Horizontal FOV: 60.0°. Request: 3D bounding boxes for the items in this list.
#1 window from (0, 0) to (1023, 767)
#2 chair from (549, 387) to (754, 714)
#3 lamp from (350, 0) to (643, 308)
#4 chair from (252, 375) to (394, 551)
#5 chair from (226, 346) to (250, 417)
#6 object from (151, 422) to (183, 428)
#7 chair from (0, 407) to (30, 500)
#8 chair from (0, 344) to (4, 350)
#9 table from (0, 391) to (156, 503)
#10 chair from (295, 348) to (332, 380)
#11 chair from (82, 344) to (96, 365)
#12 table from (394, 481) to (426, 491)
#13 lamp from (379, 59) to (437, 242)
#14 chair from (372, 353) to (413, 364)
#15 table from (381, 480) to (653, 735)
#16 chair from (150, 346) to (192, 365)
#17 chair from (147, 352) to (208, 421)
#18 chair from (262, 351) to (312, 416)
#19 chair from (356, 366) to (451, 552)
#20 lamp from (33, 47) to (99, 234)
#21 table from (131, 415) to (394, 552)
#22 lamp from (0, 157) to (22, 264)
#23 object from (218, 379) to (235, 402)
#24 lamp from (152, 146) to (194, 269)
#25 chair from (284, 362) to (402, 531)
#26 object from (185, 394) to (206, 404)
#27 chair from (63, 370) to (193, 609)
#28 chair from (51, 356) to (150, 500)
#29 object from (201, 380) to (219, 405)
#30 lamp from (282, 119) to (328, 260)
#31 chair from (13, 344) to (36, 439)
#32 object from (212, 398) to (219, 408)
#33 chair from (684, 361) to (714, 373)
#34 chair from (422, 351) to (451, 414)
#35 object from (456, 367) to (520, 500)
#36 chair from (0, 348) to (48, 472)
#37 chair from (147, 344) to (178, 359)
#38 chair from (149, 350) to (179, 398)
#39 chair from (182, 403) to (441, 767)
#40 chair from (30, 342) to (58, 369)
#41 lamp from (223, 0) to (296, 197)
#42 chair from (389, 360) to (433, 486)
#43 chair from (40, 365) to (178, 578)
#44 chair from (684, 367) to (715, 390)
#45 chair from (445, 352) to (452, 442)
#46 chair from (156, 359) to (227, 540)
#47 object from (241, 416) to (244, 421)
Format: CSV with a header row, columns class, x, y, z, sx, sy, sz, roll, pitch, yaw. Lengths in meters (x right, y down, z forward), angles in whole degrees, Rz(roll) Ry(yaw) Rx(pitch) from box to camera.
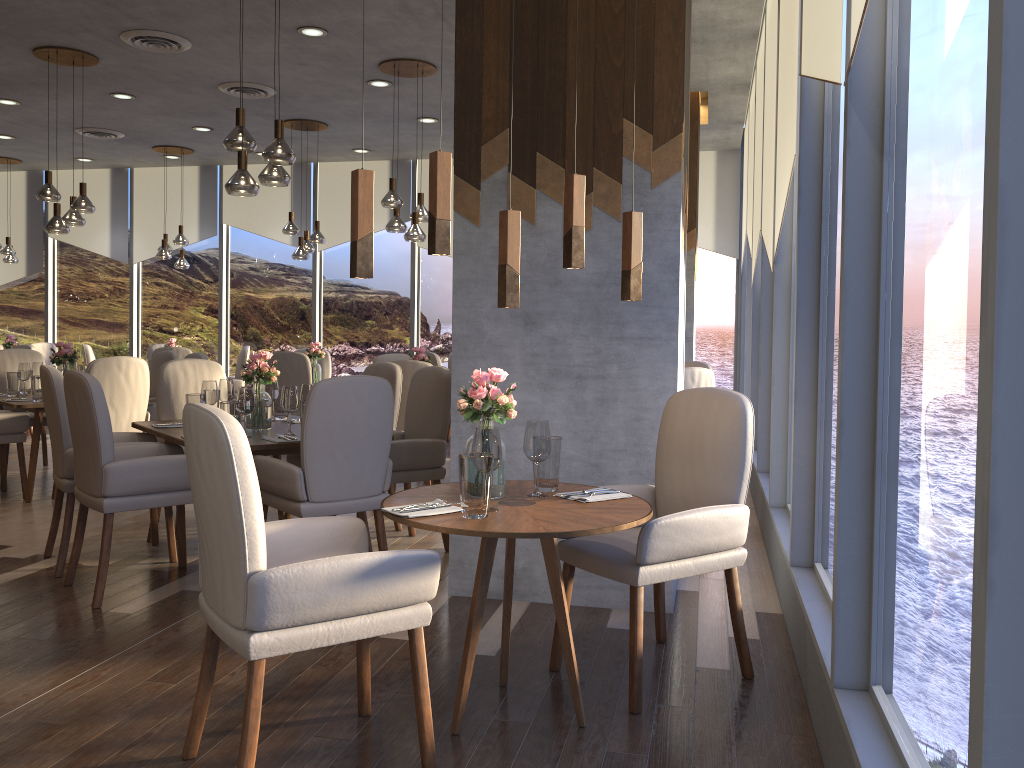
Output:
class,x,y,z,sx,sy,sz,roll,pitch,yaw
window,-0.816,-1.101,7.509,8.061,3.196,16.138,-1,4,-32
chair,0.508,0.518,3.108,0.600,0.999,0.529,0,2,-35
lamp,0.005,-1.201,2.728,1.161,1.930,0.118,0,2,-32
chair,-0.852,0.446,4.012,0.528,0.999,0.600,-1,2,-39
chair,-3.334,0.056,10.207,0.599,0.999,0.529,0,2,-21
object,-1.781,0.214,4.730,0.255,0.019,0.157,-1,4,-34
chair,-3.654,0.292,5.976,0.528,0.999,0.600,2,2,41
chair,-5.674,0.076,9.235,0.528,0.999,0.600,2,2,26
table,-3.371,0.424,6.634,0.965,0.665,1.308,-2,4,-44
chair,-2.134,0.126,9.291,0.528,0.999,0.600,1,2,-7
chair,-4.425,0.062,9.811,0.600,0.999,0.529,0,2,-22
table,-0.863,0.454,6.802,0.834,0.661,0.835,0,3,-13
lamp,-0.803,-1.744,6.757,0.439,1.325,0.439,1,2,20
chair,-0.951,0.254,7.355,0.528,0.999,0.600,0,2,-11
table,0.010,0.698,2.752,0.834,0.661,0.835,1,3,4
chair,-3.635,0.094,9.455,0.528,0.999,0.600,0,2,-24
chair,-2.703,0.254,6.885,0.600,0.999,0.528,-1,2,-41
chair,-2.030,0.193,8.135,0.528,0.999,0.600,1,2,-6
chair,-0.656,0.402,4.829,0.600,0.999,0.529,0,2,-34
lamp,-3.318,-1.772,6.595,0.439,1.325,0.439,1,2,18
table,-1.346,0.567,4.665,0.965,0.665,1.308,-1,3,-37
lamp,-6.191,-2.051,10.745,0.439,1.325,0.440,1,2,12
object,-1.586,0.094,4.924,0.092,0.244,0.092,1,2,15
lamp,-3.819,-1.973,9.987,0.439,1.325,0.440,1,2,5
chair,-0.990,0.371,5.285,0.600,0.999,0.528,-1,2,-39
object,-1.650,0.142,4.624,0.102,0.178,0.102,1,2,2
chair,-1.705,0.431,4.052,0.600,0.999,0.528,-1,2,-41
chair,-2.788,0.301,6.037,0.600,0.999,0.528,3,3,43
object,-1.613,0.104,4.726,0.092,0.244,0.092,1,2,8
lamp,-2.032,-1.871,8.676,0.439,1.325,0.439,1,2,15
chair,-5.182,0.099,8.955,0.528,0.999,0.600,2,2,32
object,-1.689,0.123,4.963,0.102,0.178,0.102,1,2,-7
chair,1.143,0.332,6.524,0.600,0.999,0.529,0,2,-34
chair,-0.602,0.176,8.808,0.600,0.999,0.529,0,2,-31
object,-0.079,0.154,2.822,0.210,0.415,0.198,1,2,-10
chair,-3.968,0.217,7.217,0.528,0.999,0.600,-1,2,-41
chair,-4.096,0.027,10.520,0.528,0.999,0.600,0,2,-25
chair,-3.092,0.225,7.296,0.528,0.999,0.600,3,3,43
chair,-0.564,0.542,2.399,0.600,0.999,0.529,0,2,-34
chair,-5.748,0.002,10.526,0.600,0.999,0.528,2,2,26
lamp,-1.302,-1.628,4.589,0.439,1.325,0.440,1,2,-2
chair,-0.758,0.322,6.210,0.528,0.999,0.600,1,2,-10
chair,-2.058,0.400,4.499,0.600,0.999,0.529,0,2,-34
chair,0.952,0.380,5.636,0.528,0.999,0.600,0,2,-30
chair,-0.387,0.137,9.560,0.528,0.999,0.600,0,2,-34
chair,-1.860,0.356,5.323,0.528,0.999,0.600,0,2,-34
object,-1.584,0.197,5.093,0.157,0.019,0.255,-1,4,-33
